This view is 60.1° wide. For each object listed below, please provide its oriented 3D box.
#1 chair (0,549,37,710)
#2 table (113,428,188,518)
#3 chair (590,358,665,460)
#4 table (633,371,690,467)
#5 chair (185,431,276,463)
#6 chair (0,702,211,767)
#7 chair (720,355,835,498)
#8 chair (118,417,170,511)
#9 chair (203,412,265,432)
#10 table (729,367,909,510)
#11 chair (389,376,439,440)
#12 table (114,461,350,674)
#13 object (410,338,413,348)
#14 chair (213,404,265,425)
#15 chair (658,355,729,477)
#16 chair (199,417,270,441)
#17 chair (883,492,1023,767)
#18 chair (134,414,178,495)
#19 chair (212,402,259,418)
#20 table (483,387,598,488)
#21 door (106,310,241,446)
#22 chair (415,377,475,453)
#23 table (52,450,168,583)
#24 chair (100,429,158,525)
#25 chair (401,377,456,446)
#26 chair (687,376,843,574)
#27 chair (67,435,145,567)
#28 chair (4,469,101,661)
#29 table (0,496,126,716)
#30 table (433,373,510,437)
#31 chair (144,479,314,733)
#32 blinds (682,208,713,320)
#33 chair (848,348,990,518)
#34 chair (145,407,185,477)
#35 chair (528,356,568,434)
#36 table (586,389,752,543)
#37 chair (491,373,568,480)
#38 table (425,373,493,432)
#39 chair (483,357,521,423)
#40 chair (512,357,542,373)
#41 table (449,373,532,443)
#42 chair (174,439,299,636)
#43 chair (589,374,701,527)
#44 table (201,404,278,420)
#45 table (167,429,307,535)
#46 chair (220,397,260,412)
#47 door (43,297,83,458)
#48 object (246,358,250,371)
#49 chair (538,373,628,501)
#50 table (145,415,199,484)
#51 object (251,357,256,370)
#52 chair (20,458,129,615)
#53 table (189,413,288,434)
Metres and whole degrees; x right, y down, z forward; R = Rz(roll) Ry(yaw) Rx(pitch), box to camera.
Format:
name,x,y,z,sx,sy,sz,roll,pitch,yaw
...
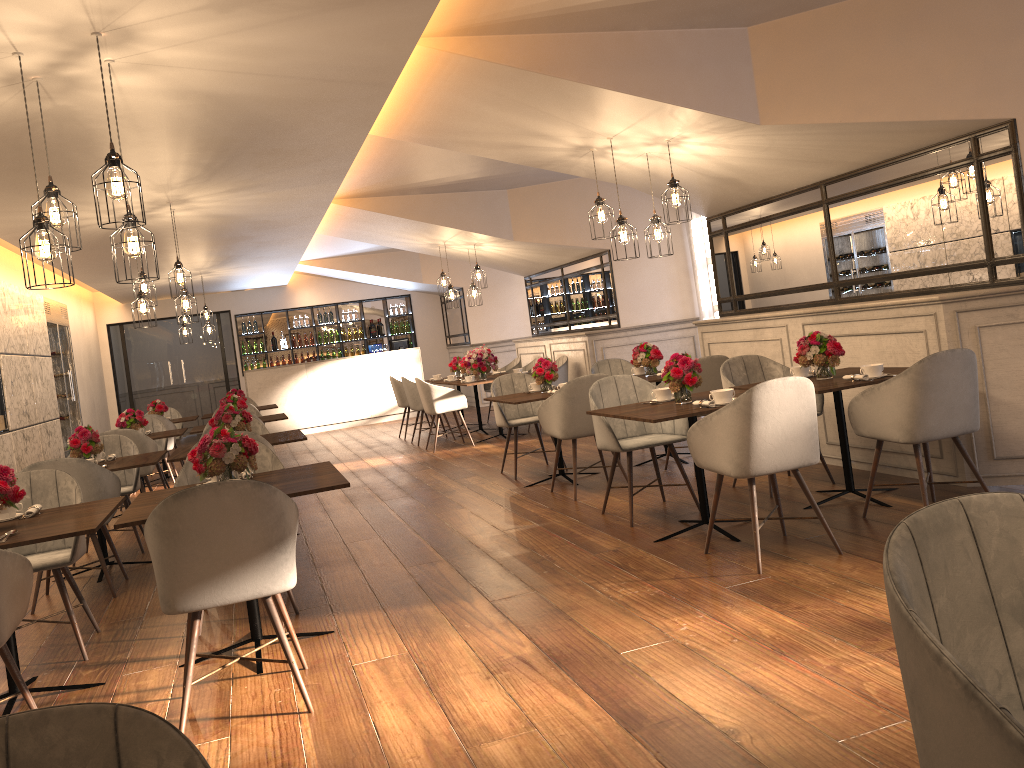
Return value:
name,x,y,z,sx,sy,sz,roll,pitch,yaw
chair,-1.947,0.903,2.991,0.566,0.872,0.525,-8,1,-17
table,-3.551,0.874,8.467,0.898,0.721,0.895,-8,2,-17
chair,1.028,0.201,8.050,0.566,0.872,0.525,-8,1,-17
table,1.270,0.282,7.420,0.898,0.721,0.895,-8,2,-17
chair,-1.760,0.721,5.641,0.566,0.872,0.525,-8,1,-17
chair,-0.468,0.831,0.813,0.566,0.872,0.525,-8,1,-17
chair,1.705,0.240,5.829,0.566,0.872,0.525,-8,1,-17
chair,-3.793,0.793,9.098,0.566,0.872,0.525,-8,1,-17
chair,-2.512,0.678,8.106,0.566,0.872,0.525,-8,1,-17
table,1.947,0.321,5.199,0.898,0.721,0.895,-8,2,-17
chair,-1.349,0.286,12.075,0.527,0.872,0.564,-8,1,-17
table,-1.169,0.819,3.917,0.898,0.721,0.895,-8,2,-17
object,-1.969,-0.768,17.290,0.066,0.261,0.065,-8,0,-38
chair,-2.884,0.653,9.380,0.566,0.872,0.525,-8,1,-17
chair,1.445,0.219,6.790,0.566,0.872,0.525,-8,1,-17
chair,-2.133,0.697,6.915,0.566,0.872,0.525,-8,1,-17
chair,0.873,0.625,1.229,0.566,0.872,0.525,-8,1,-17
chair,-4.142,0.776,10.192,0.566,0.872,0.525,-8,1,-17
chair,-3.234,0.636,10.474,0.566,0.872,0.525,-8,1,-17
table,0.361,0.422,7.139,0.898,0.721,0.895,-8,2,-17
door,-6.048,-0.050,16.067,2.111,2.334,0.273,-8,0,-17
chair,-0.801,0.318,10.280,0.527,0.872,0.564,-8,1,-17
table,-2.800,0.917,6.003,0.898,0.721,0.895,-8,2,-17
chair,-3.420,0.818,7.824,0.566,0.872,0.525,-8,1,-17
chair,-1.075,0.302,11.177,0.527,0.872,0.564,-8,1,-17
chair,1.213,0.398,4.287,0.566,0.872,0.525,-8,1,-17
chair,-3.042,0.837,6.633,0.566,0.872,0.525,-8,1,-17
chair,-2.320,0.878,4.265,0.566,0.872,0.525,-8,1,-17
table,-2.077,0.959,3.635,0.898,0.721,0.895,-8,2,-17
table,-0.440,0.278,11.412,0.898,0.721,0.895,-8,2,-17
chair,-1.038,0.763,3.273,0.566,0.872,0.525,-8,1,-17
blinds,2.289,-0.985,9.441,0.134,2.698,1.378,-8,1,-17
chair,2.122,0.258,4.569,0.566,0.872,0.525,-8,1,-17
chair,-4.515,0.751,11.466,0.566,0.872,0.525,-8,1,-17
chair,0.451,0.124,10.687,0.527,0.872,0.564,-8,1,-17
table,1.039,0.461,4.917,0.898,0.721,0.895,-8,2,-17
chair,0.119,0.341,7.768,0.566,0.872,0.525,-8,1,-17
table,-0.714,0.262,12.309,0.898,0.721,0.895,-8,2,-17
chair,-0.096,0.092,12.483,0.527,0.872,0.564,-8,1,-17
chair,0.178,0.108,11.585,0.527,0.872,0.564,-8,1,-17
table,-0.166,0.294,10.514,0.898,0.721,0.895,-8,2,-17
chair,-1.411,0.739,4.547,0.566,0.872,0.525,-8,1,-17
chair,0.797,0.380,5.547,0.566,0.872,0.525,-8,1,-17
table,-3.364,0.692,11.117,0.898,0.721,0.895,-8,2,-17
table,-1.891,0.778,6.285,0.898,0.721,0.895,-8,2,-17
chair,-3.606,0.611,11.748,0.566,0.872,0.525,-8,1,-17
door,-6.101,0.081,12.148,0.134,2.468,1.855,-8,1,-17
object,-4.384,-0.331,14.713,0.065,0.208,0.065,-8,0,-26
chair,0.536,0.359,6.508,0.566,0.872,0.525,-8,1,-17
table,-4.273,0.832,10.835,0.898,0.721,0.895,-8,2,-17
object,-4.304,-0.343,14.742,0.065,0.208,0.145,-8,1,-25
chair,-2.669,0.861,5.359,0.566,0.872,0.525,-8,1,-17
table,-2.642,0.734,8.749,0.898,0.721,0.895,-8,2,-17
